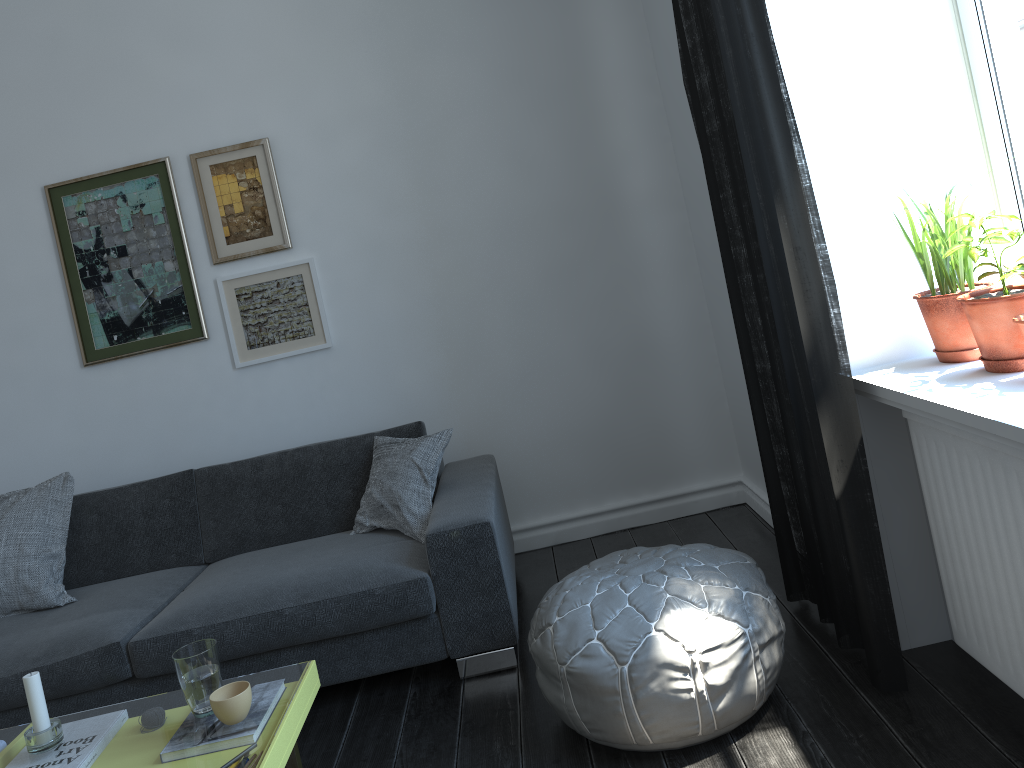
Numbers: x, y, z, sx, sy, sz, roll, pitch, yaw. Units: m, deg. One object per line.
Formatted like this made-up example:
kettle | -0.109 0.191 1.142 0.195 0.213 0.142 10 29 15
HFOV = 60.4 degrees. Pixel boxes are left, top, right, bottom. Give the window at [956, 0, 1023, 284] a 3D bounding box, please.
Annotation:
window | 1.173 -1.005 1.586 0.107 1.981 1.576 -12 3 1

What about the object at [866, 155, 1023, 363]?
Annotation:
object | 1.127 -0.316 2.223 0.336 0.498 0.299 -13 2 -17

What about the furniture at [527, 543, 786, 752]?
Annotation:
furniture | 0.381 0.673 2.406 0.679 0.381 0.684 -12 6 0

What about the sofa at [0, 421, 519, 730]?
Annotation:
sofa | -1.201 0.731 3.241 2.372 0.721 1.091 -12 5 0

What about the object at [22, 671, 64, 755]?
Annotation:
object | -1.070 0.736 1.990 0.074 0.173 0.075 -11 2 35

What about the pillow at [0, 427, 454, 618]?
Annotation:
pillow | -1.188 0.472 3.346 2.051 0.491 0.482 -12 4 4

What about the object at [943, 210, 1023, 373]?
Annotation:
object | 1.138 -0.226 2.015 0.233 0.369 0.260 -12 3 12

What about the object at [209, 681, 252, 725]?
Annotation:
object | -0.607 0.700 1.915 0.086 0.066 0.088 -10 5 28

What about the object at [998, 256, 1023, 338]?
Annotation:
object | 1.132 -0.151 1.813 0.179 0.277 0.193 -14 3 -33

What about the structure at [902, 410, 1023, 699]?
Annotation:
structure | 1.056 0.416 1.631 0.073 0.625 1.072 -12 5 1

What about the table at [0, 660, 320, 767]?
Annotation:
table | -1.120 1.057 1.849 1.400 0.398 0.604 -12 5 0

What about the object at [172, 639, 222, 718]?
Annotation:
object | -0.703 0.669 1.992 0.099 0.146 0.096 -14 3 -39

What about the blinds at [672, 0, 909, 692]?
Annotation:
blinds | 0.617 -0.740 2.525 0.112 2.968 0.806 -12 1 -1
